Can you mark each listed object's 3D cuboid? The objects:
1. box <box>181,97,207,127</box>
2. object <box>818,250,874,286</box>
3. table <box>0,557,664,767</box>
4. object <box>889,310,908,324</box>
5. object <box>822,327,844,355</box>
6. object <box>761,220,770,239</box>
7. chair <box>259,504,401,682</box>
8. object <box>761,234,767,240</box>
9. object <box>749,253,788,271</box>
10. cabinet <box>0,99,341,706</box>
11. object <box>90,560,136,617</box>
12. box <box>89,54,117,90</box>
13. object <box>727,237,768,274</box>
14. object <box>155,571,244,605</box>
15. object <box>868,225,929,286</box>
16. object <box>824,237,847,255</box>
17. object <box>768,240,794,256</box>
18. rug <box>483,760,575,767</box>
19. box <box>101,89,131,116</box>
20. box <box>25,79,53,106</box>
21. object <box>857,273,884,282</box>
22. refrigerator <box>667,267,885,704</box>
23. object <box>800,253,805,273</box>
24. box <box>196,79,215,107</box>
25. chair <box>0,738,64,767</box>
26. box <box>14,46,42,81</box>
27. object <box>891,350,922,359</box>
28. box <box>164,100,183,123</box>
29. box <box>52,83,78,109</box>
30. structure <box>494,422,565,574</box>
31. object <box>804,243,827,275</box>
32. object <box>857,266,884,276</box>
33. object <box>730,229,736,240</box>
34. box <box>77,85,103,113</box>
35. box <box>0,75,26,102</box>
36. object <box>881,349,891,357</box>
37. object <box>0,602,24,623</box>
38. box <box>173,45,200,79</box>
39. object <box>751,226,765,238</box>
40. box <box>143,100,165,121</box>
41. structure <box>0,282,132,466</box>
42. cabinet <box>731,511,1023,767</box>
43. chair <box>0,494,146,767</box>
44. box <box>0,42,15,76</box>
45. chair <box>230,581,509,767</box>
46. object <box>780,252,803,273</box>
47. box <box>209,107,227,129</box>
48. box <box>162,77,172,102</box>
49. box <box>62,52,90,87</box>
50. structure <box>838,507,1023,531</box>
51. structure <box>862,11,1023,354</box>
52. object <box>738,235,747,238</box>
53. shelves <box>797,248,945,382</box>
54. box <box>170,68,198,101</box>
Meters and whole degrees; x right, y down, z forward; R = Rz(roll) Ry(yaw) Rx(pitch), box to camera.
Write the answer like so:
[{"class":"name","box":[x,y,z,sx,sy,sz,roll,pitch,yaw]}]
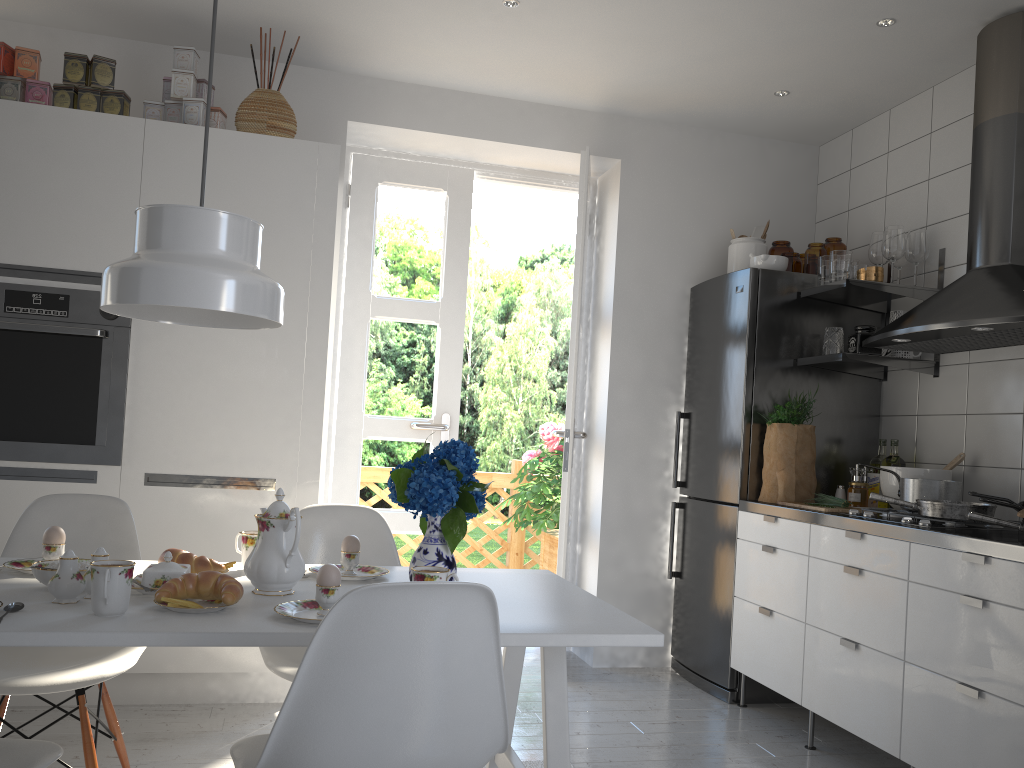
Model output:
[{"class":"box","box":[-1.166,-0.988,3.268,0.081,0.110,0.081,3,-2,1]},{"class":"object","box":[1.360,-0.455,3.629,0.229,0.134,0.190,5,-3,-23]},{"class":"table","box":[-0.701,0.775,1.913,1.827,0.660,0.814,4,-3,-14]},{"class":"object","box":[1.566,-0.243,3.575,0.083,0.100,0.109,3,-3,20]},{"class":"object","box":[1.299,-0.168,3.582,0.086,0.119,0.086,4,-2,-17]},{"class":"object","box":[1.133,-0.601,4.067,0.056,0.295,0.131,4,-2,-34]},{"class":"chair","box":[-0.457,0.753,2.431,0.465,0.800,0.542,4,-2,-20]},{"class":"object","box":[1.133,-0.578,4.076,0.050,0.247,0.115,2,-2,41]},{"class":"object","box":[1.123,-0.519,3.853,0.173,0.110,0.159,4,-3,-19]},{"class":"cabinet","box":[-1.434,0.109,3.388,1.378,2.094,0.513,4,-2,-14]},{"class":"object","box":[-0.742,0.377,1.631,0.078,0.095,0.091,2,-3,23]},{"class":"box","box":[-1.487,-1.120,3.215,0.081,0.110,0.081,5,-3,-34]},{"class":"object","box":[1.085,-0.555,4.090,0.174,0.208,0.174,4,-2,-18]},{"class":"object","box":[-0.608,0.403,1.751,0.161,0.057,0.124,3,-3,1]},{"class":"object","box":[1.566,-0.499,3.611,0.206,0.244,0.193,4,-2,-16]},{"class":"object","box":[1.411,-0.541,3.901,0.097,0.194,0.097,4,-2,-14]},{"class":"object","box":[1.267,-0.552,4.188,0.117,0.236,0.118,3,-2,11]},{"class":"rug","box":[-0.763,1.103,1.895,2.311,0.004,1.428,4,-4,-14]},{"class":"box","box":[-1.445,-1.006,3.233,0.081,0.110,0.081,4,-2,-4]},{"class":"box","box":[-1.701,-1.024,3.187,0.081,0.110,0.081,4,-2,-19]},{"class":"object","box":[1.413,-0.410,3.496,0.100,0.036,0.100,3,-3,6]},{"class":"refrigerator","box":[1.158,0.449,3.999,0.694,1.798,0.576,4,-2,-14]},{"class":"object","box":[1.394,-0.519,4.200,0.113,0.186,0.113,3,-2,16]},{"class":"box","box":[-1.187,-1.092,3.374,0.081,0.110,0.081,3,-2,11]},{"class":"chair","box":[-1.018,0.656,1.415,0.465,0.800,0.543,3,-2,0]},{"class":"box","box":[-1.739,-1.137,3.181,0.081,0.110,0.081,4,-2,-24]},{"class":"object","box":[1.570,-0.145,3.540,0.083,0.100,0.108,4,-3,-25]},{"class":"box","box":[-1.248,-0.990,3.308,0.081,0.110,0.081,3,-2,1]},{"class":"box","box":[-1.607,-1.018,3.207,0.081,0.110,0.081,3,-2,1]},{"class":"structure","box":[0.472,0.786,5.873,1.176,1.279,1.263,4,-3,-13]},{"class":"object","box":[1.318,-0.530,3.846,0.093,0.154,0.093,3,-2,9]},{"class":"object","box":[1.413,-0.432,3.499,0.099,0.048,0.100,3,-3,9]},{"class":"object","box":[1.050,-0.587,4.122,0.149,0.262,0.054,5,-2,-39]},{"class":"box","box":[-1.529,-1.012,3.216,0.081,0.110,0.081,4,-2,-14]},{"class":"box","box":[-1.782,-1.031,3.164,0.081,0.110,0.081,4,-2,-9]},{"class":"object","box":[1.550,-0.141,3.621,0.083,0.100,0.108,4,-3,-25]},{"class":"object","box":[-0.900,0.406,1.574,0.032,0.011,0.140,4,-4,-10]},{"class":"box","box":[-1.231,-1.206,3.347,0.081,0.110,0.081,4,-2,-4]},{"class":"object","box":[1.097,-0.600,4.095,0.141,0.289,0.064,5,-2,-40]},{"class":"box","box":[-1.339,-0.994,3.325,0.081,0.110,0.081,4,-2,-14]},{"class":"structure","box":[-1.631,-0.026,3.198,0.727,0.608,0.322,4,-2,-14]},{"class":"cabinet","box":[1.611,0.862,2.141,0.663,0.794,3.241,4,-4,-14]},{"class":"chair","box":[-1.174,0.699,2.251,0.465,0.800,0.543,4,-2,-15]},{"class":"box","box":[-1.818,-1.145,3.144,0.081,0.110,0.081,3,-2,6]},{"class":"chair","box":[-0.262,0.712,1.597,0.465,0.800,0.542,4,-2,-25]},{"class":"object","box":[1.271,-0.519,4.060,0.113,0.154,0.113,3,-2,15]},{"class":"box","box":[-1.130,-0.981,3.349,0.081,0.110,0.081,3,-2,1]},{"class":"box","box":[-1.280,-1.098,3.372,0.081,0.110,0.081,4,-2,-4]},{"class":"box","box":[-1.571,-1.125,3.201,0.081,0.110,0.081,4,-2,-14]},{"class":"structure","box":[1.432,0.449,2.965,0.490,0.029,0.467,4,-4,-14]},{"class":"structure","box":[1.596,-0.695,3.017,0.472,1.091,0.869,4,-2,-14]},{"class":"object","box":[1.074,-0.580,4.120,0.061,0.251,0.117,3,-2,16]},{"class":"shelves","box":[1.715,-0.340,2.541,0.427,0.511,2.542,4,-4,-14]},{"class":"box","box":[-1.218,-1.099,3.291,0.081,0.110,0.081,4,-2,-9]}]
